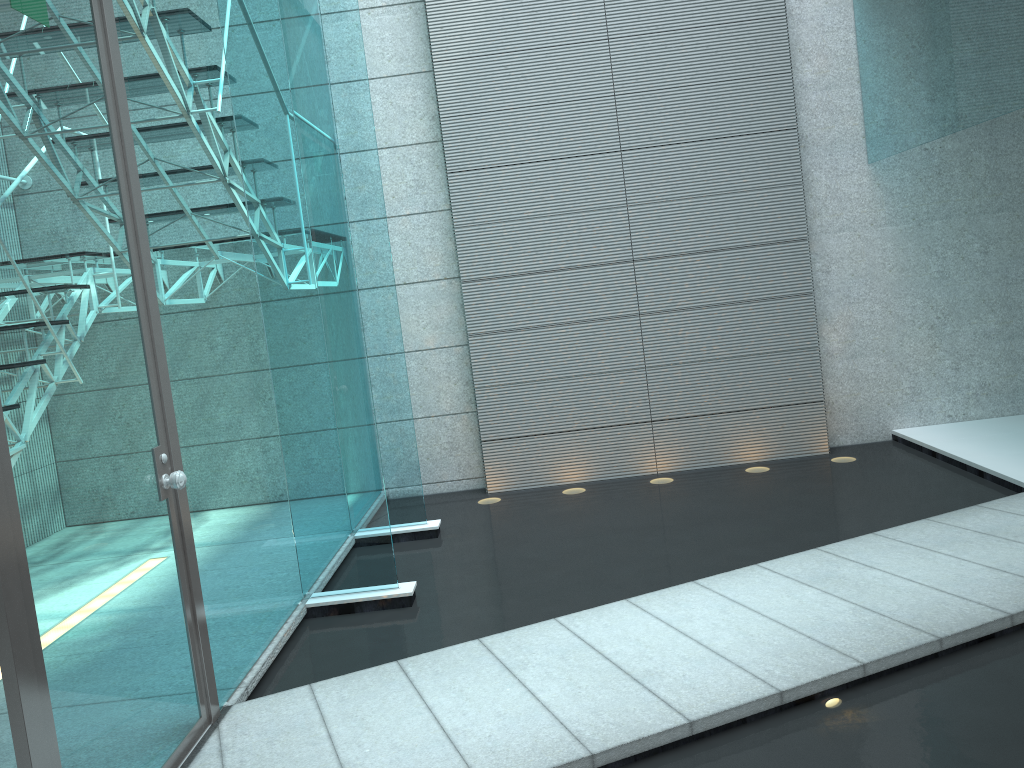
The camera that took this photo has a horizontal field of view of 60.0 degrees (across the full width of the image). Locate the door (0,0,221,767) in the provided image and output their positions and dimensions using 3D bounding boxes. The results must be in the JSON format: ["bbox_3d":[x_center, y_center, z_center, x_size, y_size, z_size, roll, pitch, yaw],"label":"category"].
[{"bbox_3d":[-0.961,-0.025,2.034,0.076,2.059,0.867,-7,4,2],"label":"door"}]
